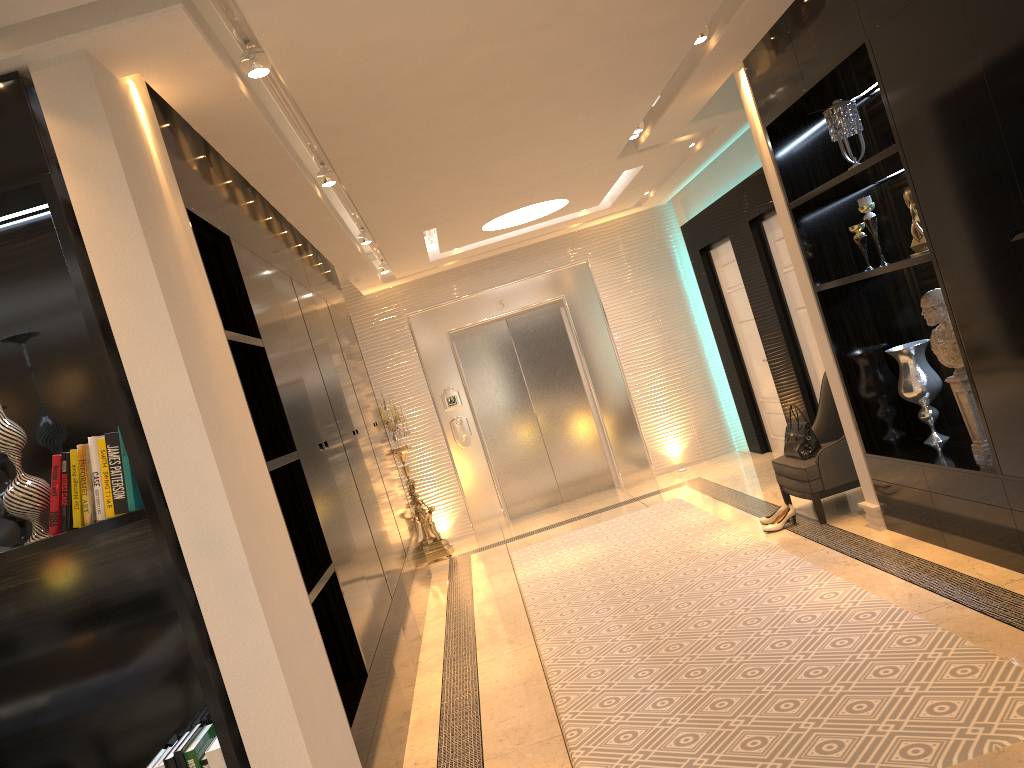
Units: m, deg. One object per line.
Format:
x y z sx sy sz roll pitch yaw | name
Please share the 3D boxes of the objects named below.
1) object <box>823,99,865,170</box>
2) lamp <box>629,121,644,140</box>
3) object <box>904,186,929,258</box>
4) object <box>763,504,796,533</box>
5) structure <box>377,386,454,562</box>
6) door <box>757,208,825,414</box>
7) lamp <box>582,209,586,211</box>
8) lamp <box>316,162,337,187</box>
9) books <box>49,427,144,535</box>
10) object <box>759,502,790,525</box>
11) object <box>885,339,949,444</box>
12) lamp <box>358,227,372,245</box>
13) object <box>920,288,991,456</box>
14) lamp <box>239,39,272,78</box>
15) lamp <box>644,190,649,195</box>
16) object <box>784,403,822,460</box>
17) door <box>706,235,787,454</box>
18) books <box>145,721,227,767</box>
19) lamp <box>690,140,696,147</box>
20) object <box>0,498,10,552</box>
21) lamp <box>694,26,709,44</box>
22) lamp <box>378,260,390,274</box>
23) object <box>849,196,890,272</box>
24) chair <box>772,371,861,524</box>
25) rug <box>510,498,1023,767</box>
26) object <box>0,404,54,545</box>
1.596 -1.185 4.219 0.155 0.347 0.155 -18 1 -23 | object
0.773 -1.651 5.680 0.107 0.127 0.235 -17 1 -3 | lamp
1.858 -0.754 4.055 0.113 0.318 0.116 -17 1 -4 | object
1.685 0.851 5.595 0.235 0.135 0.084 -17 1 -1 | object
-0.880 0.800 8.409 0.382 1.715 0.811 -17 1 21 | structure
2.261 -0.338 6.521 0.089 2.034 0.919 -17 1 -3 | door
0.635 -1.637 8.038 0.107 0.127 0.107 -17 1 15 | lamp
-0.970 -1.094 4.619 0.107 0.127 0.107 -18 1 -22 | lamp
-1.171 0.267 2.514 0.290 0.238 0.189 -17 1 -5 | books
1.710 0.841 5.786 0.235 0.135 0.084 -17 1 45 | object
2.151 0.047 4.655 0.221 0.522 0.221 -17 1 1 | object
-1.077 -1.082 6.466 0.107 0.127 0.107 -17 1 15 | lamp
2.091 -0.067 4.085 0.221 0.794 0.308 -17 1 24 | object
-0.873 -1.104 3.000 0.107 0.127 0.107 -18 1 -22 | lamp
1.216 -1.821 8.228 0.107 0.127 0.107 -18 1 -22 | lamp
1.836 0.297 5.715 0.168 0.345 0.366 -17 1 -4 | object
2.176 -0.329 7.960 0.089 2.034 0.919 -17 1 -3 | door
-0.924 1.155 2.510 0.345 0.296 0.222 -17 1 -3 | books
1.311 -1.831 6.610 0.107 0.127 0.107 -18 1 -22 | lamp
-1.527 0.282 2.503 0.121 0.416 0.121 -17 1 -8 | object
0.860 -1.660 4.151 0.107 0.127 0.107 -18 1 -22 | lamp
-1.173 -1.072 8.084 0.107 0.127 0.107 -18 1 -22 | lamp
1.792 -0.759 4.479 0.079 0.361 0.176 -18 1 -22 | object
2.043 0.335 5.714 0.702 0.898 0.625 -17 1 -2 | chair
0.848 1.182 5.024 1.526 0.015 5.025 -17 1 -3 | rug
-1.410 0.144 2.484 0.121 0.612 0.121 -17 1 -8 | object
